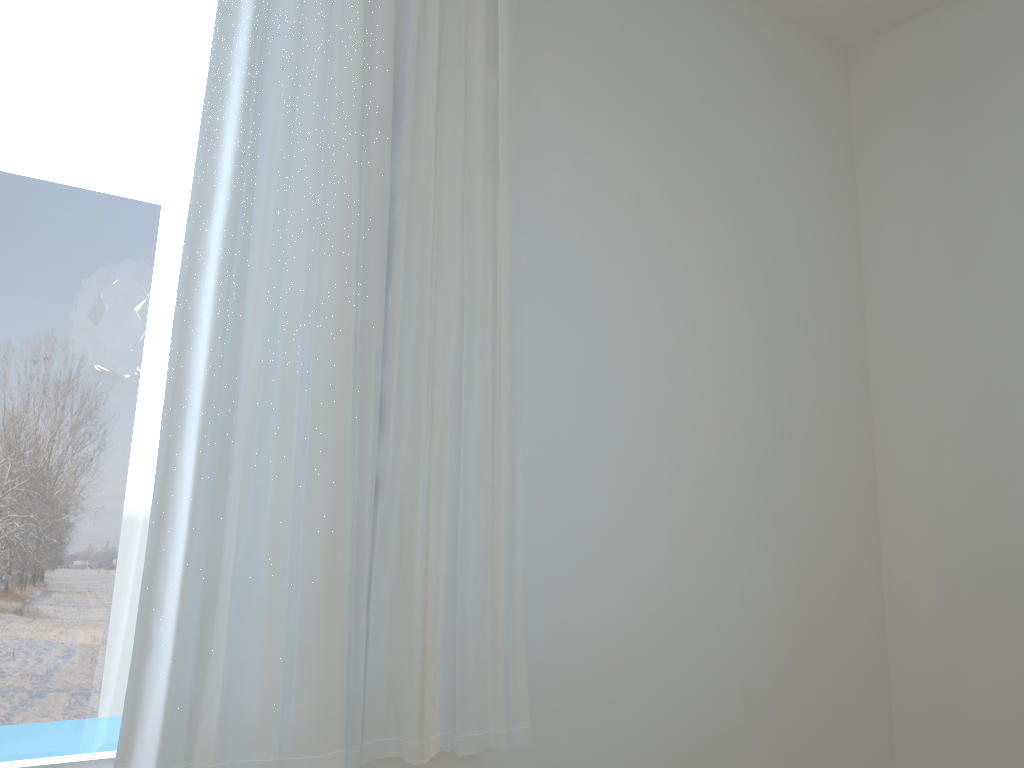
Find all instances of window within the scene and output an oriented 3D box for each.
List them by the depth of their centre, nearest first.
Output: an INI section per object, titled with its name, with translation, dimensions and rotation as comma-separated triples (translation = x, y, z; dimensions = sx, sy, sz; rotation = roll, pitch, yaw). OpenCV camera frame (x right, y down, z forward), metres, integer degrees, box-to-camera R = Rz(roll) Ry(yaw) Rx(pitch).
[window]
translation = -1.470, -0.312, 1.252
dimensions = 2.714, 1.944, 0.087
rotation = 9, -15, -32

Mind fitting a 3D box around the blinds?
[blinds]
translation = -0.263, -0.366, 1.839
dimensions = 0.791, 2.190, 0.148
rotation = 10, -15, -32
